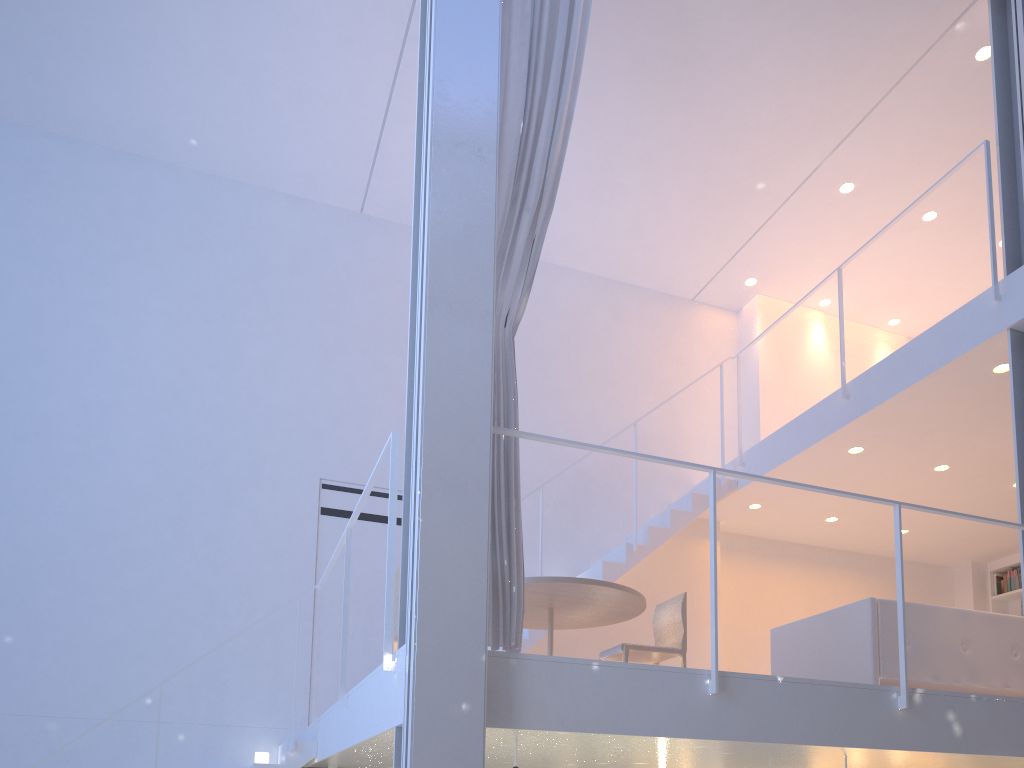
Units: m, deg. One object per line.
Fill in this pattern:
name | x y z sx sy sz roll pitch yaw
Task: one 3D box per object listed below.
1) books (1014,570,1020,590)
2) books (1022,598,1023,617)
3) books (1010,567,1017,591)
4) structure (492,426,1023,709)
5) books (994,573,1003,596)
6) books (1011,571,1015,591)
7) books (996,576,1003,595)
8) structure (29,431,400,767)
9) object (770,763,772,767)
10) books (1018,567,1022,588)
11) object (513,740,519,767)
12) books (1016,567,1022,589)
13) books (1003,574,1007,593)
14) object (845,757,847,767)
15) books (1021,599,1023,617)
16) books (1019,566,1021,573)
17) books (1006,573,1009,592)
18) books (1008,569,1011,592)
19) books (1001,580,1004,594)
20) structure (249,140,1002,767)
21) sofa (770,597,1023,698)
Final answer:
books | 2.895 1.120 4.677 0.098 0.117 0.008 7 -9 -20
books | 1.240 1.685 4.067 3.581 1.509 0.028 8 -9 -16
books | 2.890 1.127 4.711 0.084 0.139 0.012 6 -9 -20
structure | 0.737 0.515 2.035 1.734 0.514 0.029 11 -10 -19
books | 2.854 1.178 4.800 0.090 0.129 0.016 6 -9 -20
books | 2.891 1.131 4.692 0.094 0.112 0.022 7 -10 -20
books | 2.854 1.180 4.788 0.097 0.112 0.006 7 -9 -20
structure | -1.170 1.109 2.119 1.472 1.610 1.485 7 -18 -19
object | 0.833 1.256 2.646 0.029 0.072 0.031 3 -11 -8
books | 2.909 1.103 4.658 0.085 0.132 0.026 6 -9 -20
object | 0.534 1.829 3.048 1.885 0.732 1.840 11 -26 -20
books | 2.905 1.107 4.666 0.085 0.132 0.026 6 -9 -20
books | 2.878 1.162 4.759 0.072 0.118 0.022 6 -9 -20
object | 0.947 1.093 2.333 0.029 0.072 0.031 3 -11 -8
books | 1.214 1.708 4.096 3.612 1.518 0.084 9 -9 -16
books | 2.912 1.099 4.649 0.085 0.132 0.026 6 -9 -20
books | 2.886 1.152 4.739 0.072 0.118 0.022 6 -9 -20
books | 2.884 1.136 4.722 0.088 0.132 0.011 6 -9 -20
books | 2.874 1.188 4.779 0.064 0.090 0.022 6 -10 -20
structure | -0.526 0.799 2.608 3.732 3.011 1.857 8 -15 -19
sofa | 1.488 1.042 2.932 1.004 0.332 0.549 10 -24 -19
